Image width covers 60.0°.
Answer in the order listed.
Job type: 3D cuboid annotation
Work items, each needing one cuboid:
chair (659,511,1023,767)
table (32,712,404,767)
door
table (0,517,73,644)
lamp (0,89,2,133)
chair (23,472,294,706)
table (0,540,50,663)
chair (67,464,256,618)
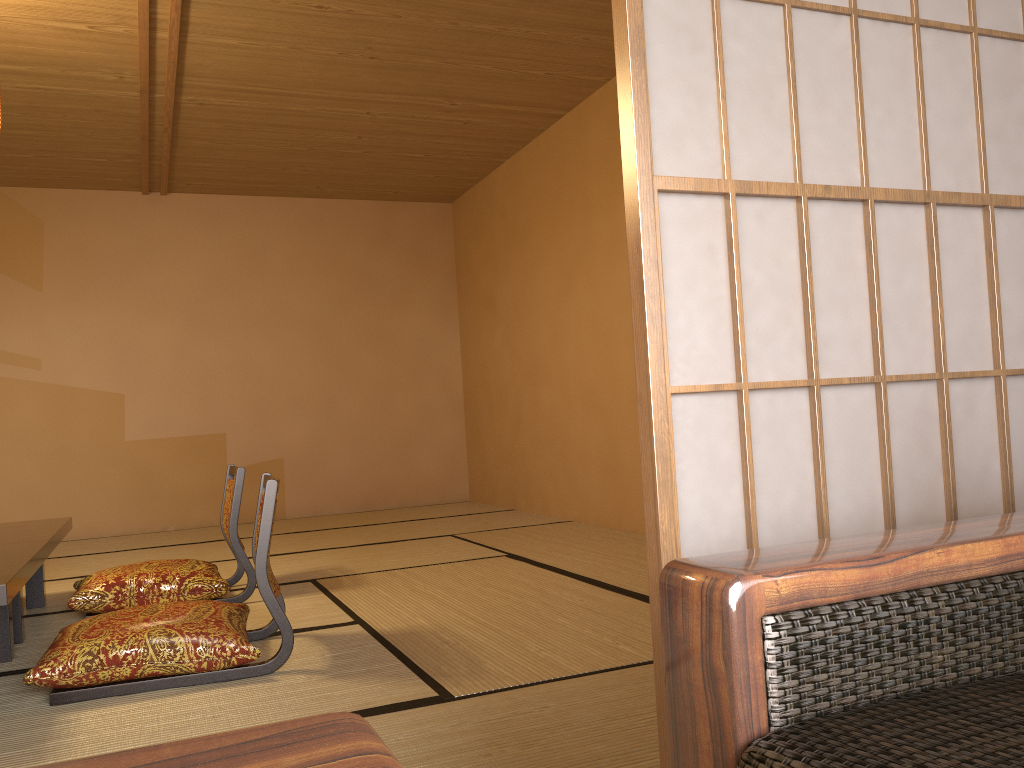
[{"bbox_3d":[0.715,0.275,0.647,0.943,0.779,0.873,-3,-2,-22],"label":"chair"},{"bbox_3d":[-0.221,0.452,0.214,0.540,0.500,0.540,-3,-2,-22],"label":"table"},{"bbox_3d":[0.627,-0.275,1.445,0.992,1.933,0.040,-3,-1,-22],"label":"door"},{"bbox_3d":[-2.217,0.761,3.292,0.994,0.356,0.995,-3,-2,-22],"label":"table"},{"bbox_3d":[-2.210,-1.168,3.023,0.798,0.825,0.799,-4,-2,1],"label":"lamp"},{"bbox_3d":[-1.023,0.568,2.640,0.686,0.546,0.583,-3,-2,-18],"label":"chair"},{"bbox_3d":[-1.838,0.703,2.373,0.994,0.356,0.995,-3,-2,-22],"label":"table"},{"bbox_3d":[-1.442,0.631,3.643,0.698,0.546,0.583,-3,-2,-23],"label":"chair"}]
